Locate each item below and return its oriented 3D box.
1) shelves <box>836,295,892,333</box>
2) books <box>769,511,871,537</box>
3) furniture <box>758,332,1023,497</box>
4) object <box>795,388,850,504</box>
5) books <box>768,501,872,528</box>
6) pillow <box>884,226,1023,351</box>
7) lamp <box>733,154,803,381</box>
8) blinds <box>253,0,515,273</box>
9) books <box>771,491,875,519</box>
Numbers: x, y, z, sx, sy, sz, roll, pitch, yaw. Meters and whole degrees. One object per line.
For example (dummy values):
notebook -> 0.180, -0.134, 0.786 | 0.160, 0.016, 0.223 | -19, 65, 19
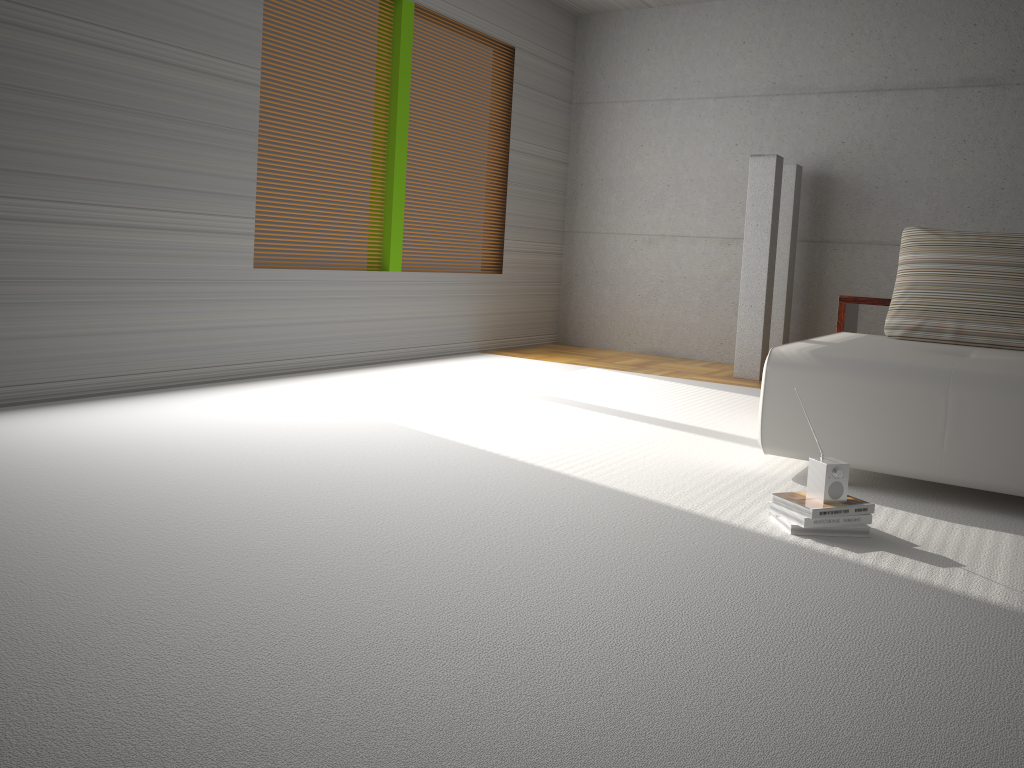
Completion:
shelves -> 2.872, -0.020, 4.562 | 2.260, 0.711, 0.401 | 8, 7, 31
books -> 1.011, 0.455, 2.914 | 0.264, 0.032, 0.190 | 3, 8, -4
furniture -> 2.336, 0.168, 3.728 | 2.178, 0.519, 1.618 | 8, 9, 31
object -> 0.994, 0.198, 2.869 | 0.185, 0.364, 0.090 | 2, 4, -18
books -> 1.012, 0.424, 2.912 | 0.264, 0.032, 0.191 | 0, 9, -19
pillow -> 2.368, -0.498, 4.501 | 0.804, 0.606, 0.492 | 7, 7, 30
lamp -> 2.031, -0.911, 6.981 | 0.201, 1.682, 0.800 | 6, 5, 31
blinds -> -0.888, -1.724, 6.346 | 0.012, 2.032, 3.544 | 6, 7, 31
books -> 1.021, 0.393, 2.908 | 0.264, 0.032, 0.190 | 0, 9, -24
